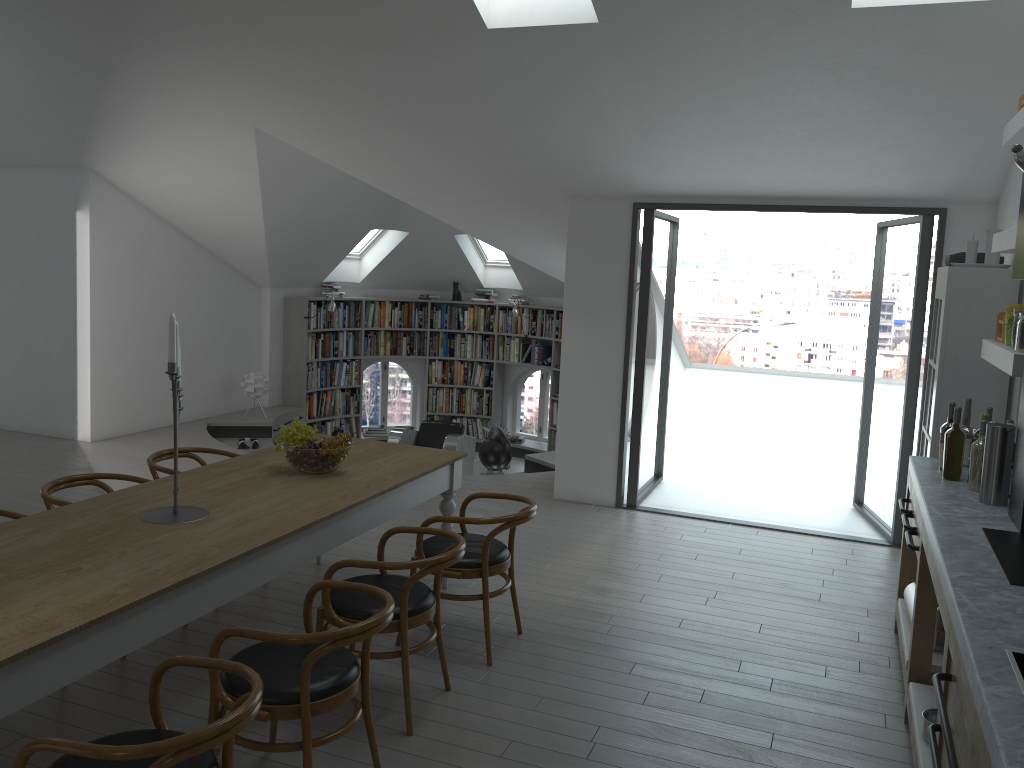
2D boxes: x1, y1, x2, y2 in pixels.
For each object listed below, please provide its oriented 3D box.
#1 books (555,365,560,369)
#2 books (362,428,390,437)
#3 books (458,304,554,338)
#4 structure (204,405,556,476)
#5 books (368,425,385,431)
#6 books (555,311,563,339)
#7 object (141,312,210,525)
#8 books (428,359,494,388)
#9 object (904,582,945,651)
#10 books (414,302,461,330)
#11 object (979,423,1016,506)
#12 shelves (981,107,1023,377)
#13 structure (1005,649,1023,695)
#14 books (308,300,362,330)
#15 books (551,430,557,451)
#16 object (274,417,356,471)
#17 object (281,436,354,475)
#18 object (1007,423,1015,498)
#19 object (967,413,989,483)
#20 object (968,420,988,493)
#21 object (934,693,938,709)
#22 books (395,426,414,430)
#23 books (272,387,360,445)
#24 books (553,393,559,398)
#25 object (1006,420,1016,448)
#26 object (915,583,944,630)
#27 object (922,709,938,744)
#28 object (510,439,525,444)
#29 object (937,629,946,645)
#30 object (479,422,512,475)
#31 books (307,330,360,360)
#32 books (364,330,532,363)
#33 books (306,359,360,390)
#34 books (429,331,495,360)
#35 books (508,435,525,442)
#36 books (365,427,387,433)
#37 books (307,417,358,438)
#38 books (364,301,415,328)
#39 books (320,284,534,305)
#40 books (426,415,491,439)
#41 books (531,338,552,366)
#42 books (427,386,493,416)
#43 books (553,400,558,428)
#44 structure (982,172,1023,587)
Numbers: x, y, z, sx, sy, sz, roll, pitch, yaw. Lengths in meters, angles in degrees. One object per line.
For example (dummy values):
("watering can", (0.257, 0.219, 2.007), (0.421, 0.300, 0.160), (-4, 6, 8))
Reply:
("books", (0.812, -0.206, 11.359), (0.365, 0.042, 0.389), (-2, 9, -29))
("books", (-1.874, 0.668, 12.245), (0.365, 0.042, 0.389), (1, 8, -13))
("books", (-0.004, -0.863, 11.941), (1.567, 0.366, 0.394), (6, 8, 26))
("structure", (-1.027, 0.835, 10.155), (4.709, 0.691, 4.725), (-1, 8, -24))
("books", (-1.871, 0.604, 12.238), (0.213, 0.036, 0.227), (2, 8, -3))
("books", (0.882, -0.711, 11.100), (0.306, 0.366, 0.972), (-1, 8, -26))
("object", (-1.365, 0.121, 3.547), (0.265, 0.872, 0.777), (2, 7, -5))
("books", (-0.668, -0.160, 12.241), (0.997, 0.350, 0.298), (3, 7, 4))
("object", (2.129, 1.095, 4.229), (0.429, 0.231, 0.528), (5, 8, 18))
("books", (-1.044, -0.935, 12.204), (0.682, 0.345, 0.266), (2, 7, -2))
("object", (2.084, 0.342, 3.810), (0.114, 0.338, 0.165), (5, 7, 24))
("shelves", (1.847, -0.288, 1.847), (0.480, 1.357, 5.566), (4, 8, 15))
("structure", (1.437, 0.770, 1.826), (0.648, 0.041, 0.739), (6, 8, 21))
("books", (-2.384, -0.900, 11.436), (0.301, 0.360, 1.034), (8, 9, 37))
("books", (0.873, 0.829, 10.998), (0.359, 0.310, 1.502), (0, 8, -17))
("object", (-0.999, 0.307, 4.489), (0.393, 0.283, 0.293), (1, 7, -15))
("object", (-0.984, 0.373, 4.473), (0.360, 0.159, 0.361), (3, 7, 1))
("object", (2.197, 0.339, 3.936), (0.081, 0.328, 0.081), (-3, 8, -42))
("object", (2.194, 0.307, 4.143), (0.092, 0.338, 0.092), (8, 8, 39))
("object", (2.123, 0.326, 4.017), (0.085, 0.330, 0.085), (6, 7, 29))
("object", (1.817, 1.235, 3.398), (0.379, 0.163, 0.223), (4, 7, 10))
("books", (-1.499, 0.654, 12.284), (0.318, 0.099, 0.292), (6, 8, 22))
("books", (-2.576, 0.432, 11.334), (0.391, 0.693, 1.644), (6, 8, 31))
("books", (0.865, 0.061, 11.115), (0.251, 0.351, 0.977), (-1, 8, -26))
("object", (2.250, 0.328, 4.030), (0.085, 0.330, 0.085), (6, 7, 29))
("object", (2.020, 1.062, 4.286), (0.092, 0.093, 0.438), (5, 8, 18))
("object", (1.639, 1.268, 3.244), (0.261, 0.112, 0.154), (4, 7, 10))
("object", (0.025, 0.774, 12.144), (0.227, 0.036, 0.214), (8, 10, 37))
("object", (2.049, 1.145, 4.276), (0.067, 0.067, 0.423), (5, 8, 18))
("object", (-0.157, 0.645, 8.472), (0.320, 0.561, 0.322), (2, 6, -6))
("books", (-2.401, -0.519, 11.498), (0.303, 0.347, 1.090), (8, 9, 36))
("books", (-0.867, -0.523, 12.079), (2.529, 0.370, 0.593), (3, 7, 2))
("books", (-2.400, -0.138, 11.492), (0.261, 0.358, 1.021), (8, 9, 38))
("books", (-0.646, -0.541, 12.243), (1.028, 0.358, 0.301), (3, 7, 7))
("books", (0.026, 0.744, 12.141), (0.268, 0.029, 0.254), (4, 8, 11))
("books", (-1.873, 0.635, 12.241), (0.269, 0.031, 0.287), (2, 8, -3))
("books", (-2.424, 0.591, 11.638), (0.283, 0.319, 0.919), (8, 9, 39))
("books", (-1.698, -0.950, 12.012), (0.793, 0.372, 0.270), (-1, 7, -25))
("books", (-1.135, -1.211, 11.905), (2.813, 0.173, 0.750), (1, 8, -9))
("books", (-0.706, 0.583, 12.317), (1.019, 0.305, 0.288), (3, 7, 6))
("books", (0.470, -0.412, 11.678), (0.400, 0.340, 0.224), (9, 9, 41))
("books", (-0.672, 0.224, 12.281), (1.032, 0.356, 0.293), (3, 7, 6))
("books", (0.819, 0.427, 11.235), (0.272, 0.349, 0.875), (-1, 8, -27))
("structure", (2.120, -0.314, 2.937), (0.781, 1.879, 1.078), (5, 7, 21))
